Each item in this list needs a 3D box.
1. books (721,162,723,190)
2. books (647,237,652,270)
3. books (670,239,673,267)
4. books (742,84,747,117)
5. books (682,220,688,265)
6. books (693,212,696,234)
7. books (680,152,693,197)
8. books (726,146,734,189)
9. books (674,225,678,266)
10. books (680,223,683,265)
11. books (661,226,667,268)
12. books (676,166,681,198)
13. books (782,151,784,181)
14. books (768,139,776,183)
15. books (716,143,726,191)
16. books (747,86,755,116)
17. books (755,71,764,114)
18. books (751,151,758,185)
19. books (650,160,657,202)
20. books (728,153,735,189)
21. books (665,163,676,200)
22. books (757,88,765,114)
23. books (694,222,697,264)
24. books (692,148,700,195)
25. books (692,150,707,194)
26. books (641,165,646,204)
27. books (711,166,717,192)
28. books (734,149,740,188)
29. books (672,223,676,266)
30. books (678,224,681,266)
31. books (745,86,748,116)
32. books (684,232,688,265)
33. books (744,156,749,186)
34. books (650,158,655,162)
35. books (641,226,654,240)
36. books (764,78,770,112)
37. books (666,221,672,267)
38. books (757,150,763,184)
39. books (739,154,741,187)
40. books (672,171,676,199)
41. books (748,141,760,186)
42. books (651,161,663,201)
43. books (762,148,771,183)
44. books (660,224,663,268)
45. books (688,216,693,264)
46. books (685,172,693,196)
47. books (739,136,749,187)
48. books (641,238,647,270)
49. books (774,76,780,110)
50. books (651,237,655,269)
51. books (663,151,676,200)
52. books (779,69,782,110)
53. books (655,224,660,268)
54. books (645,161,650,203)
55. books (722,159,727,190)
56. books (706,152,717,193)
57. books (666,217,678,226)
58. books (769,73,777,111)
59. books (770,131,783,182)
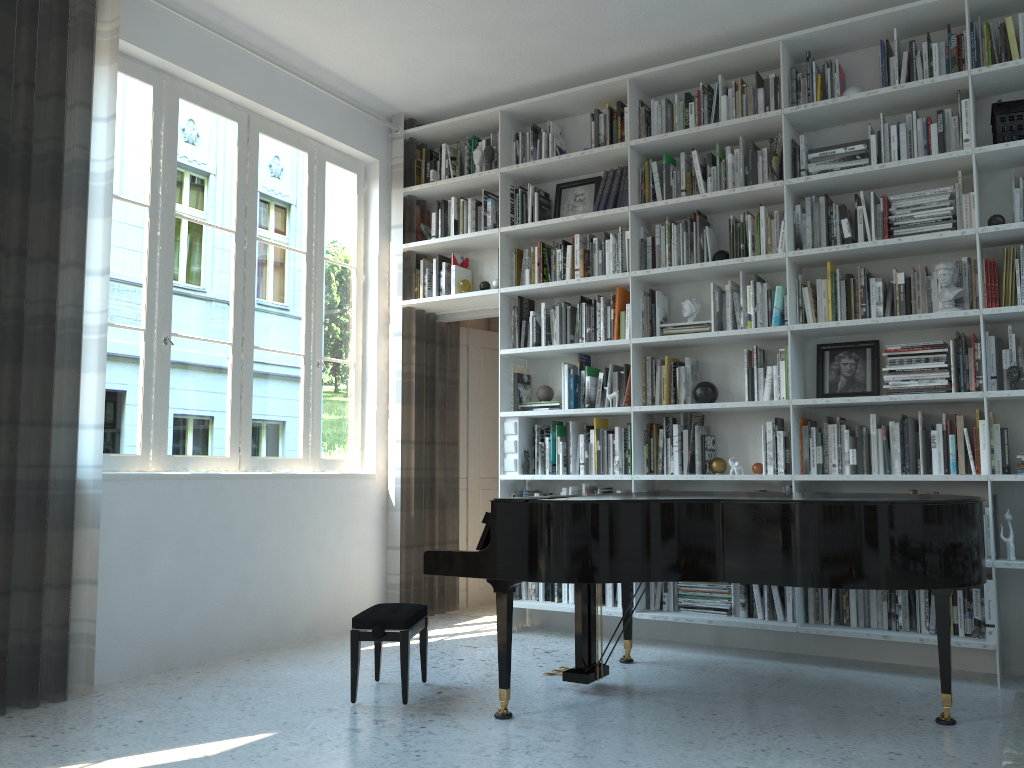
[{"bbox_3d":[1.171,-1.087,4.828,0.024,0.212,0.128,-3,-6,31],"label":"books"},{"bbox_3d":[0.802,-0.706,5.011,0.029,0.224,0.136,-3,-6,31],"label":"books"},{"bbox_3d":[0.920,-0.696,4.921,0.029,0.186,0.149,-3,-6,31],"label":"books"},{"bbox_3d":[1.273,-1.470,4.766,0.021,0.228,0.161,-3,-6,31],"label":"books"},{"bbox_3d":[0.974,-0.746,4.882,0.011,0.279,0.169,-3,-6,31],"label":"books"},{"bbox_3d":[1.025,-0.769,4.866,0.004,0.320,0.153,-3,-6,31],"label":"books"},{"bbox_3d":[0.975,-1.118,4.918,0.023,0.293,0.156,-3,-6,31],"label":"books"},{"bbox_3d":[1.194,-1.126,4.802,0.026,0.286,0.137,-3,-6,31],"label":"books"},{"bbox_3d":[0.932,-0.732,4.890,0.012,0.251,0.184,-3,-6,31],"label":"books"},{"bbox_3d":[0.963,-0.737,4.881,0.009,0.260,0.180,-3,-6,31],"label":"books"},{"bbox_3d":[0.875,-0.732,4.941,0.024,0.262,0.177,-3,-6,31],"label":"books"},{"bbox_3d":[0.953,-1.079,4.928,0.029,0.218,0.158,-3,-6,31],"label":"books"},{"bbox_3d":[1.450,-1.104,4.655,0.028,0.211,0.134,-3,-6,31],"label":"books"},{"bbox_3d":[1.387,-1.129,4.666,0.055,0.263,0.167,-3,-6,31],"label":"books"},{"bbox_3d":[1.142,-1.135,4.820,0.012,0.307,0.145,-3,-6,31],"label":"books"},{"bbox_3d":[1.297,-1.459,4.733,0.026,0.200,0.187,-3,-6,31],"label":"books"},{"bbox_3d":[1.331,-1.501,4.737,0.013,0.285,0.160,-3,-6,31],"label":"books"},{"bbox_3d":[1.311,-1.101,4.709,0.030,0.217,0.182,-3,-6,31],"label":"books"},{"bbox_3d":[0.814,-1.105,5.016,0.010,0.287,0.148,-3,-6,31],"label":"books"},{"bbox_3d":[1.202,-1.100,4.767,0.021,0.226,0.191,-3,-6,31],"label":"books"},{"bbox_3d":[0.904,-1.089,4.951,0.031,0.241,0.181,-3,-6,31],"label":"books"},{"bbox_3d":[1.347,-1.453,4.716,0.031,0.184,0.177,-3,-6,31],"label":"books"},{"bbox_3d":[1.027,-0.740,4.854,0.010,0.261,0.158,-3,-6,31],"label":"books"},{"bbox_3d":[1.029,-1.130,4.908,0.013,0.315,0.135,-3,-6,31],"label":"books"},{"bbox_3d":[1.054,-1.120,4.862,0.075,0.285,0.178,-3,-6,31],"label":"books"},{"bbox_3d":[0.770,-1.088,5.026,0.023,0.256,0.175,-3,-6,31],"label":"books"},{"bbox_3d":[1.125,-1.071,4.824,0.028,0.179,0.168,-3,-6,31],"label":"books"},{"bbox_3d":[1.232,-1.117,4.771,0.028,0.260,0.135,-3,-6,31],"label":"books"},{"bbox_3d":[0.922,-0.737,4.895,0.009,0.263,0.189,-3,-6,31],"label":"books"},{"bbox_3d":[0.954,-0.735,4.905,0.010,0.261,0.169,-3,-6,31],"label":"books"},{"bbox_3d":[1.281,-1.461,4.746,0.013,0.206,0.178,-3,-6,31],"label":"books"},{"bbox_3d":[0.980,-0.713,4.867,0.011,0.209,0.181,-3,-6,31],"label":"books"},{"bbox_3d":[1.279,-1.095,4.750,0.024,0.213,0.150,-3,-6,31],"label":"books"},{"bbox_3d":[0.815,-1.113,5.043,0.014,0.308,0.130,-3,-6,31],"label":"books"},{"bbox_3d":[0.768,-0.735,5.025,0.012,0.285,0.159,-3,-6,31],"label":"books"},{"bbox_3d":[1.376,-1.480,4.712,0.026,0.237,0.149,-3,-6,31],"label":"books"},{"bbox_3d":[0.894,-0.744,4.921,0.010,0.283,0.184,-3,-6,31],"label":"books"},{"bbox_3d":[1.335,-1.105,4.700,0.022,0.222,0.161,-3,-6,31],"label":"books"},{"bbox_3d":[1.248,-1.103,4.757,0.013,0.230,0.142,-3,-6,31],"label":"books"},{"bbox_3d":[0.934,-1.069,4.947,0.024,0.201,0.153,-3,-6,31],"label":"books"},{"bbox_3d":[1.300,-1.135,4.743,0.022,0.290,0.146,-3,-6,31],"label":"books"},{"bbox_3d":[0.850,-1.100,5.002,0.067,0.274,0.168,-3,-6,31],"label":"books"},{"bbox_3d":[1.363,-1.112,4.702,0.025,0.237,0.153,-3,-6,31],"label":"books"},{"bbox_3d":[0.859,-0.738,4.950,0.012,0.276,0.157,-3,-6,31],"label":"books"},{"bbox_3d":[1.001,-0.754,4.864,0.011,0.291,0.176,-3,-6,31],"label":"books"},{"bbox_3d":[1.005,-1.062,4.907,0.034,0.180,0.160,-3,-6,31],"label":"books"},{"bbox_3d":[1.253,-1.146,4.745,0.011,0.313,0.183,-3,-6,31],"label":"books"},{"bbox_3d":[0.771,-0.698,5.000,0.015,0.207,0.186,-3,-6,31],"label":"books"},{"bbox_3d":[1.417,-1.478,4.673,0.026,0.225,0.172,-3,-6,31],"label":"books"},{"bbox_3d":[0.824,-0.705,4.996,0.024,0.219,0.140,-3,-6,31],"label":"books"},{"bbox_3d":[0.885,-1.124,4.964,0.012,0.314,0.171,-3,-6,31],"label":"books"},{"bbox_3d":[1.438,-1.499,4.671,0.014,0.267,0.171,-3,-6,31],"label":"books"},{"bbox_3d":[0.845,-0.738,4.963,0.026,0.279,0.151,-3,-6,31],"label":"books"},{"bbox_3d":[0.793,-1.101,5.031,0.013,0.283,0.159,-3,-6,31],"label":"books"},{"bbox_3d":[1.172,-1.088,4.797,0.010,0.208,0.173,-3,-6,31],"label":"books"},{"bbox_3d":[1.105,-1.111,4.848,0.027,0.265,0.168,-3,-6,31],"label":"books"},{"bbox_3d":[0.896,-0.759,4.946,0.011,0.317,0.154,-3,-6,31],"label":"books"},{"bbox_3d":[1.404,-1.492,4.706,0.030,0.261,0.151,-3,-6,31],"label":"books"},{"bbox_3d":[1.400,-1.149,4.660,0.058,0.302,0.175,-3,-6,31],"label":"books"}]
